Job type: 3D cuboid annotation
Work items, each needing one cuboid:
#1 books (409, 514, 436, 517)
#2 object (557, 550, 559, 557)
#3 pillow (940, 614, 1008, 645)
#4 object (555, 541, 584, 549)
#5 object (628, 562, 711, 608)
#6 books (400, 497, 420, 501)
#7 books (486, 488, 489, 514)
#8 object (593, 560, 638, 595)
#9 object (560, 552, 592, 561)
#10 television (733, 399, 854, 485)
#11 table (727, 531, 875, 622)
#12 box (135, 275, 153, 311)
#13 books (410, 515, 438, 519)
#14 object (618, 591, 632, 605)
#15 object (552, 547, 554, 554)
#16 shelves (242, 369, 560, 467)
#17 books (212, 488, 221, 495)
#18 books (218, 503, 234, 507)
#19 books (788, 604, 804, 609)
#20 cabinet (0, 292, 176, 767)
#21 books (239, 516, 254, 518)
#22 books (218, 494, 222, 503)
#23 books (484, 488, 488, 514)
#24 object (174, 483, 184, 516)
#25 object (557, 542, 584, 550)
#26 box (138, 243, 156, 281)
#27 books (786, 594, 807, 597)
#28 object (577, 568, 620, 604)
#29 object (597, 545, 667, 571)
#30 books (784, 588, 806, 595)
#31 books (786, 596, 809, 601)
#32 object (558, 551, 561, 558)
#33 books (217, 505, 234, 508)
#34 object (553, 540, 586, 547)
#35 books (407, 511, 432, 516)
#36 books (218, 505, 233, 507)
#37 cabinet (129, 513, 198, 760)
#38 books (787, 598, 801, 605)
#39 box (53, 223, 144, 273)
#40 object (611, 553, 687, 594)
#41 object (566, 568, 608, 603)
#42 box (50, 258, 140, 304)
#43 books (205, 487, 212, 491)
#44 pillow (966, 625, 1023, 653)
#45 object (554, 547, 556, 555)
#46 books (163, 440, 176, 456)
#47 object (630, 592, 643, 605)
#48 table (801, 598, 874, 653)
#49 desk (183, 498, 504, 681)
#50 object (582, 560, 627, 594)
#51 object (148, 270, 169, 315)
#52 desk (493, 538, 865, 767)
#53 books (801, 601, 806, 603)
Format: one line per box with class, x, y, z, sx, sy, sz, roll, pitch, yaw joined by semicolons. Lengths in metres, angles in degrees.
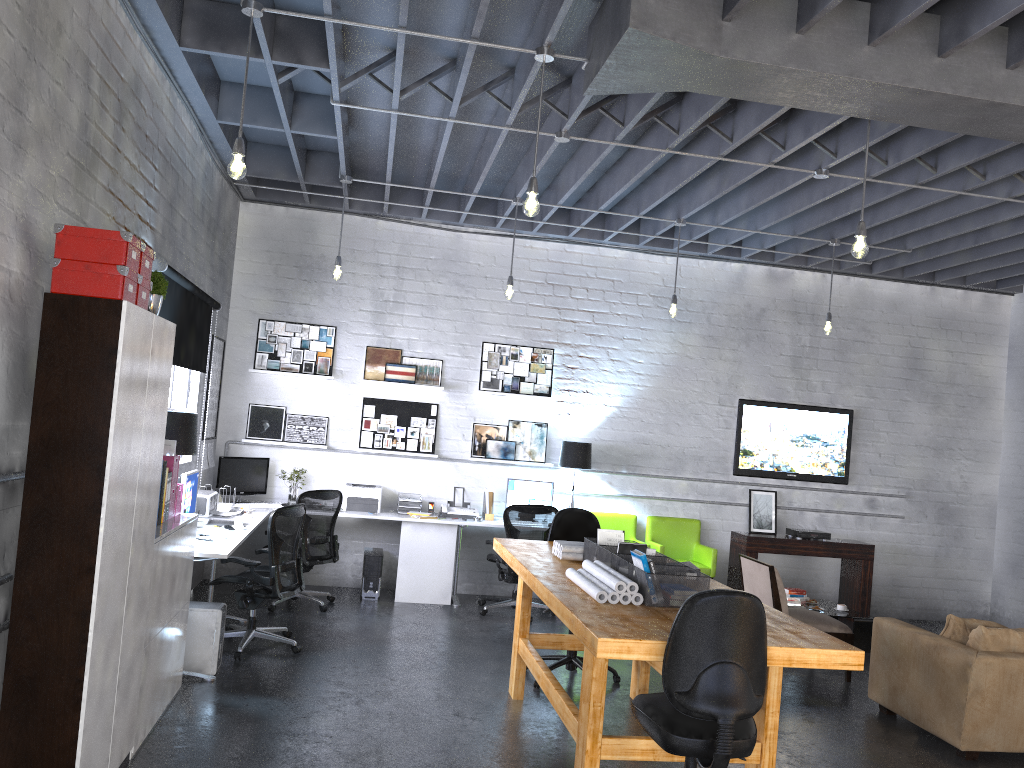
books;-0.844;1.236;8.343;0.211;0.014;0.148;7;-3;-34
object;0.535;1.061;5.472;0.520;0.047;0.047;5;-2;-9
pillow;2.931;1.672;5.659;0.523;0.403;0.319;5;-2;10
object;0.527;1.023;5.542;0.520;0.047;0.046;5;-2;-9
object;0.753;0.976;4.292;0.316;0.156;0.306;5;-3;-9
books;-0.999;1.120;8.652;0.134;0.008;0.203;6;-3;-26
books;-0.247;1.179;8.745;0.043;0.296;0.210;5;-2;-9
object;0.510;0.962;4.440;0.057;0.057;0.635;5;-3;-9
object;0.550;1.057;5.380;0.520;0.047;0.047;5;-2;-9
television;3.007;0.621;9.455;1.324;0.816;0.021;5;-2;-10
table;3.003;2.018;9.262;1.410;0.819;0.404;5;-2;-9
box;-1.635;-0.380;3.616;0.270;0.131;0.206;5;-3;-9
books;-0.830;1.252;8.356;0.148;0.014;0.211;2;-4;45
object;0.477;1.008;4.433;0.057;0.058;0.635;5;-3;-9
object;0.512;1.066;5.610;0.520;0.047;0.047;5;-2;-9
shelves;-1.056;0.347;8.732;3.024;0.693;0.199;5;-2;-9
books;-2.597;0.979;7.791;0.017;0.121;0.184;5;-3;6
books;-2.515;1.011;7.482;0.297;0.006;0.210;5;-3;-9
books;2.493;1.999;8.016;0.174;0.045;0.240;6;-3;-20
cabinet;-1.746;0.708;3.697;0.291;2.046;0.873;5;-2;-9
books;-2.149;1.077;7.178;0.112;0.001;0.066;6;-3;-22
books;-2.578;1.012;7.797;0.037;0.076;0.102;5;-2;6
books;-0.255;1.179;8.740;0.036;0.296;0.210;5;-2;-9
object;-2.055;0.668;5.184;0.214;0.177;0.161;5;-2;-9
object;0.535;1.022;5.497;0.520;0.047;0.046;5;-2;-9
box;-1.624;-0.510;3.620;0.268;0.133;0.206;5;-3;-9
books;2.648;1.983;8.352;0.208;0.024;0.144;6;-3;-24
object;0.421;1.003;4.424;0.058;0.057;0.635;5;-3;-9
object;0.654;0.997;4.899;0.316;0.156;0.306;5;-3;-9
books;2.651;1.950;8.346;0.185;0.041;0.129;6;-3;-15
books;2.656;2.008;8.350;0.161;0.026;0.223;7;-4;-40
object;0.542;1.059;5.426;0.520;0.047;0.047;5;-2;-9
books;-2.513;1.021;7.477;0.297;0.006;0.210;5;-3;-7
object;0.519;1.025;5.589;0.520;0.047;0.046;5;-2;-9
books;-0.868;1.220;8.336;0.211;0.014;0.148;5;-3;6
books;-2.514;1.016;7.477;0.297;0.006;0.210;5;-3;-10
cabinet;-2.054;1.245;4.688;0.465;1.020;1.152;5;-2;-9
books;2.484;1.963;8.038;0.223;0.027;0.161;5;-3;0
box;-1.590;-0.517;3.414;0.270;0.131;0.206;5;-3;-9
object;0.703;0.987;4.595;0.316;0.156;0.306;5;-3;-9
object;0.365;0.997;4.415;0.057;0.058;0.635;5;-3;-9
box;-1.601;-0.388;3.410;0.270;0.131;0.206;5;-3;-9
books;-2.666;0.965;7.812;0.052;0.109;0.133;5;-2;6
pillow;3.102;1.678;5.472;0.704;0.402;0.291;5;-2;-9
object;0.520;1.064;5.564;0.520;0.047;0.047;5;-2;-9
books;-2.001;0.441;4.999;0.192;0.267;0.060;5;-2;-9
object;0.533;1.014;4.442;0.058;0.057;0.635;5;-3;-9
table;2.722;2.202;8.203;0.873;0.300;0.873;5;-3;-6
desk;-0.902;1.588;7.163;3.575;0.785;3.300;5;-3;-9
object;0.454;0.957;4.431;0.057;0.057;0.635;5;-3;-9
object;-1.680;-0.415;4.101;0.169;0.240;0.171;5;-2;-10
desk;0.608;1.535;4.868;1.115;0.925;2.833;5;-3;-9
books;2.627;2.034;8.349;0.223;0.032;0.161;7;-3;-29
